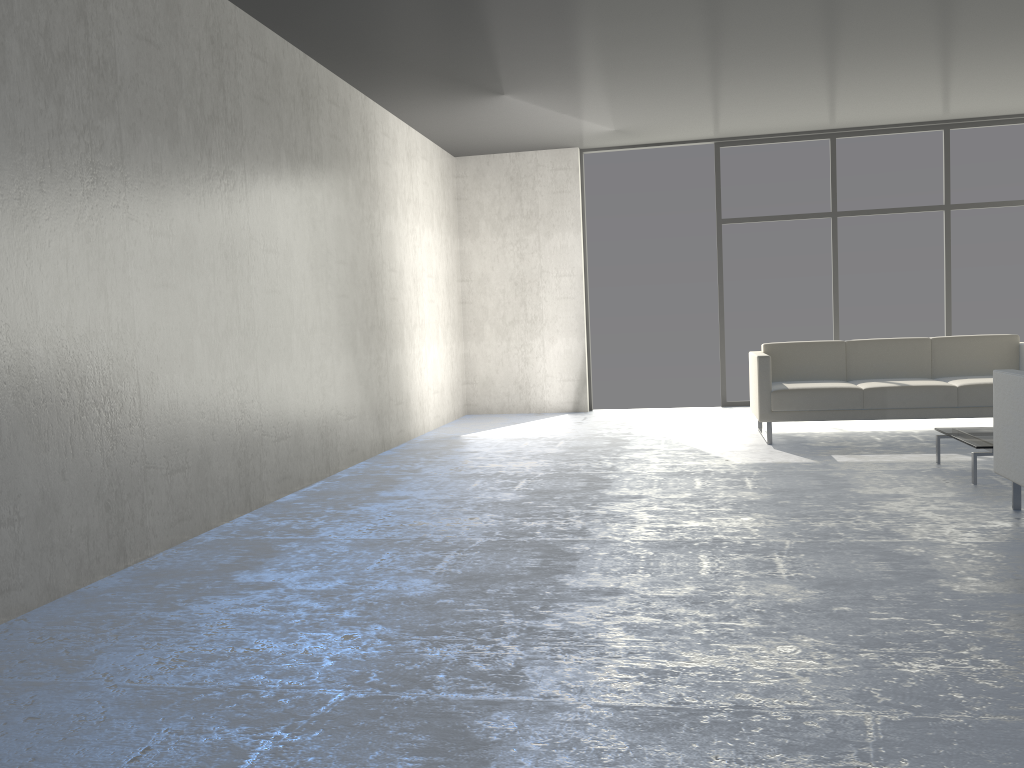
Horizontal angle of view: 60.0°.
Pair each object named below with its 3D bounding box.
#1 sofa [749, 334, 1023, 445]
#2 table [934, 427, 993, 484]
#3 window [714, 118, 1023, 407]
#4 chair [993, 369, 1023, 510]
[{"bbox_3d":[2.628,0.021,6.077,1.881,0.658,0.821,-2,4,11],"label":"sofa"},{"bbox_3d":[2.682,0.357,4.553,0.773,0.190,0.730,-2,4,11],"label":"table"},{"bbox_3d":[3.937,-1.074,7.952,4.080,2.477,0.037,-2,4,11],"label":"window"},{"bbox_3d":[2.328,0.220,3.302,0.748,0.662,0.821,-2,4,11],"label":"chair"}]
